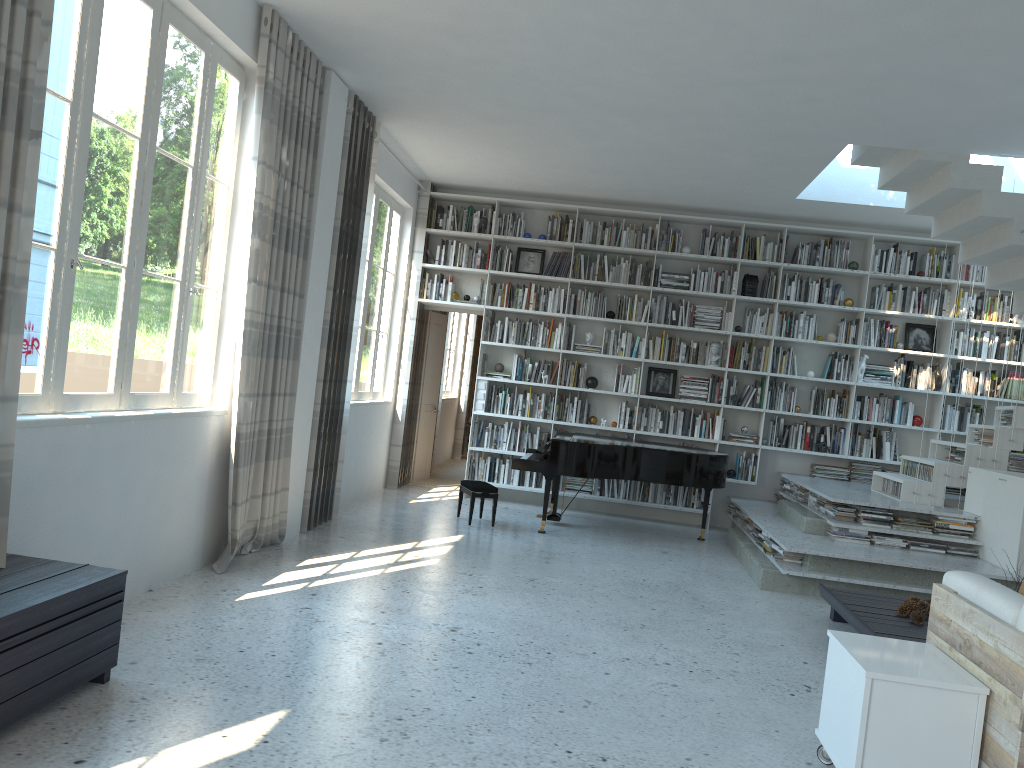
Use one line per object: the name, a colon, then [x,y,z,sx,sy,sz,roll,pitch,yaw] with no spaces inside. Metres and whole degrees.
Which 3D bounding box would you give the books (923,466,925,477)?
books: [3.557,0.761,7.521,0.125,0.125,0.008,7,1,6]

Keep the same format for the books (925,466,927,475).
books: [3.553,0.761,7.479,0.125,0.125,0.007,7,1,6]

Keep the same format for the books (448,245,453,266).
books: [-0.638,-1.345,9.425,0.024,0.239,0.155,7,1,6]

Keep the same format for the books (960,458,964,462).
books: [3.863,0.648,7.433,0.171,0.019,0.240,7,0,31]

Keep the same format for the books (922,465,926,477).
books: [3.561,0.762,7.551,0.125,0.125,0.018,7,1,6]

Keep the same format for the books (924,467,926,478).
books: [3.555,0.761,7.495,0.125,0.125,0.009,7,1,6]

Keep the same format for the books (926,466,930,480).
books: [3.549,0.761,7.444,0.125,0.125,0.010,7,1,6]

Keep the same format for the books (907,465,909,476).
books: [3.601,0.764,7.916,0.125,0.125,0.007,7,1,6]

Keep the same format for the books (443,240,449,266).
books: [-0.689,-1.373,9.408,0.023,0.282,0.186,7,1,6]

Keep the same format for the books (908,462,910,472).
books: [3.599,0.764,7.900,0.125,0.125,0.009,7,1,6]

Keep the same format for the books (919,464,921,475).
books: [3.569,0.762,7.622,0.125,0.125,0.011,7,1,6]

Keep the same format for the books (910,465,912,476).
books: [3.592,0.763,7.838,0.125,0.125,0.007,7,1,6]

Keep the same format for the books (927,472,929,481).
books: [3.546,0.760,7.413,0.125,0.125,0.007,7,1,6]

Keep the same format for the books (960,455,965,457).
books: [3.997,0.634,7.693,0.149,0.013,0.220,7,0,12]

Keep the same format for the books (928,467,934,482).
books: [3.544,0.760,7.395,0.125,0.125,0.011,7,1,6]

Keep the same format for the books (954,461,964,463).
books: [3.972,0.690,7.696,0.191,0.004,0.223,7,0,2]

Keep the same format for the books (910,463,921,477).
books: [3.591,0.763,7.831,0.125,0.125,0.007,7,1,6]

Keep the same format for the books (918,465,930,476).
books: [3.571,0.762,7.642,0.125,0.125,0.013,7,1,6]

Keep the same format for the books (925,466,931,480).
books: [3.551,0.761,7.465,0.125,0.125,0.008,7,1,6]

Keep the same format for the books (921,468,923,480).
books: [3.562,0.761,7.561,0.125,0.125,0.012,7,1,6]

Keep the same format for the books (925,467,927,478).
books: [3.552,0.761,7.472,0.125,0.125,0.008,7,1,6]

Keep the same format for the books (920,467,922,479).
books: [3.565,0.762,7.587,0.125,0.125,0.013,7,1,6]

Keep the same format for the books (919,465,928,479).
books: [3.566,0.762,7.602,0.125,0.125,0.016,7,1,6]

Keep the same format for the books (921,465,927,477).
books: [3.563,0.761,7.571,0.125,0.125,0.007,7,1,6]

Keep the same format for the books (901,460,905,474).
books: [3.618,0.765,8.075,0.125,0.125,0.008,7,1,6]

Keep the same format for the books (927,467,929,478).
books: [3.547,0.760,7.427,0.125,0.125,0.008,7,1,6]

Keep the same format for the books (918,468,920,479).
books: [3.570,0.762,7.632,0.125,0.125,0.009,7,1,6]

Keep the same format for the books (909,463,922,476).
books: [3.595,0.763,7.861,0.125,0.125,0.008,7,1,6]

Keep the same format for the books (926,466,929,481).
books: [3.548,0.761,7.435,0.125,0.125,0.008,7,1,6]

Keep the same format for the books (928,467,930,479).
books: [3.545,0.760,7.405,0.125,0.125,0.008,7,1,6]

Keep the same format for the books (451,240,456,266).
books: [-0.606,-1.365,9.395,0.021,0.286,0.179,7,1,6]

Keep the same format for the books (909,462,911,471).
books: [3.597,0.763,7.877,0.125,0.125,0.008,7,1,6]

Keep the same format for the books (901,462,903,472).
books: [3.619,0.765,8.083,0.125,0.125,0.008,7,1,6]

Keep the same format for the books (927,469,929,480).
books: [3.546,0.760,7.420,0.125,0.125,0.008,7,1,6]

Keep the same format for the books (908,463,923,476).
books: [3.597,0.763,7.884,0.125,0.125,0.008,7,1,6]

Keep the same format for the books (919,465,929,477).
books: [3.568,0.762,7.613,0.125,0.125,0.009,7,1,6]

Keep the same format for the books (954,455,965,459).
books: [3.983,0.645,7.695,0.184,0.014,0.225,7,0,4]

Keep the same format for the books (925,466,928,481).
books: [3.551,0.761,7.458,0.125,0.125,0.008,7,1,6]

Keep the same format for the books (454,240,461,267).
books: [-0.575,-1.364,9.411,0.037,0.292,0.155,7,1,6]

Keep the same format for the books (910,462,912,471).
books: [3.594,0.763,7.853,0.125,0.125,0.008,7,1,6]

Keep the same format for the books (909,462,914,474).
books: [3.596,0.763,7.869,0.125,0.125,0.008,7,1,6]

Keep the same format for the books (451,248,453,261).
books: [-0.624,-1.328,9.413,0.010,0.209,0.165,7,1,6]

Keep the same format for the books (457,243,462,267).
books: [-0.553,-1.350,9.400,0.013,0.269,0.162,7,1,6]

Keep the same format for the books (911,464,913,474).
books: [3.590,0.763,7.816,0.125,0.125,0.008,7,1,6]

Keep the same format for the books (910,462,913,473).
books: [3.593,0.763,7.846,0.125,0.125,0.007,7,1,6]

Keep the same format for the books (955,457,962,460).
books: [3.981,0.660,7.695,0.175,0.016,0.207,7,0,1]

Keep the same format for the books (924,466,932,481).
books: [3.554,0.761,7.487,0.125,0.125,0.007,7,1,6]

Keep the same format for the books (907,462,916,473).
books: [3.602,0.764,7.924,0.125,0.125,0.010,7,1,6]

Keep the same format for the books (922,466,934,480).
books: [3.559,0.761,7.537,0.125,0.125,0.009,7,1,6]

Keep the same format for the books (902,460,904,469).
books: [3.617,0.765,8.067,0.125,0.125,0.009,7,1,6]

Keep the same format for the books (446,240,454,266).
books: [-0.661,-1.372,9.428,0.028,0.288,0.132,7,1,6]

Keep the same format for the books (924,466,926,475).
books: [3.556,0.761,7.504,0.125,0.125,0.010,7,1,6]

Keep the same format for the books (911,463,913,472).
books: [3.591,0.763,7.823,0.125,0.125,0.008,7,1,6]

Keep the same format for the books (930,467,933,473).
books: [3.541,0.762,7.369,0.125,0.123,0.035,7,1,6]

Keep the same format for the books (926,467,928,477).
books: [3.550,0.761,7.451,0.125,0.125,0.010,7,1,6]

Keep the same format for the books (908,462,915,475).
books: [3.598,0.763,7.892,0.125,0.125,0.007,7,1,6]

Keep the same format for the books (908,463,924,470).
books: [3.600,0.764,7.907,0.125,0.125,0.009,7,1,6]

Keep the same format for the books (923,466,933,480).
books: [3.557,0.761,7.514,0.125,0.125,0.008,7,1,6]

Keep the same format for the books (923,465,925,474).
books: [3.558,0.761,7.528,0.125,0.125,0.007,7,1,6]
